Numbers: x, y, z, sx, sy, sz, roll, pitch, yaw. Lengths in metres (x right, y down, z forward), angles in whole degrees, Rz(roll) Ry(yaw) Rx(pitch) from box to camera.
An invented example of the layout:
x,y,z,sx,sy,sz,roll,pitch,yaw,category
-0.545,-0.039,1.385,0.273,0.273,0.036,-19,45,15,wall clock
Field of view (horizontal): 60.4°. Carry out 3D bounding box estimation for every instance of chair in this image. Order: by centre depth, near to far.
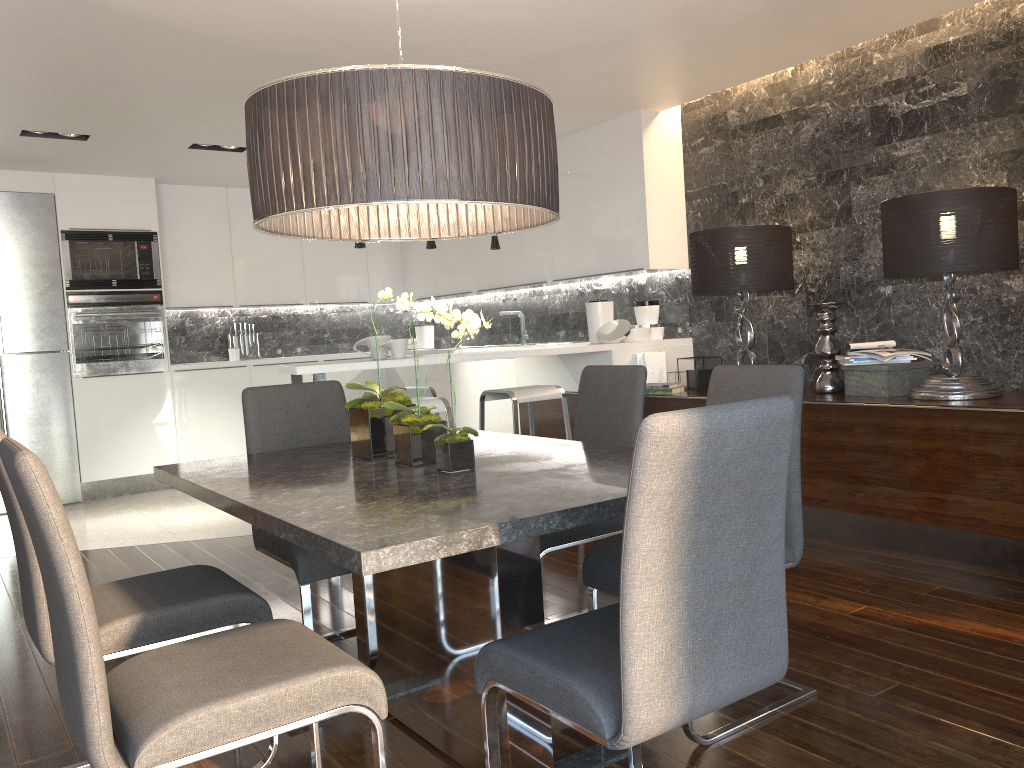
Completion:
x,y,z,sx,sy,sz,roll,pitch,yaw,category
-0.605,0.560,1.722,0.602,0.964,0.405,-6,4,-35,chair
0.247,0.510,1.735,0.450,0.964,0.542,-6,4,-35,chair
-0.979,0.549,2.272,0.602,0.964,0.405,-6,4,-35,chair
0.552,0.444,2.562,0.602,0.964,0.405,-6,4,-35,chair
-0.640,0.483,3.084,0.450,0.964,0.542,-6,4,-35,chair
0.179,0.434,3.112,0.602,0.964,0.405,-6,4,-35,chair
-0.522,0.480,4.431,0.443,0.800,0.408,-6,4,-35,chair
0.078,0.421,4.866,0.443,0.800,0.408,-6,4,-35,chair
-0.686,0.427,5.506,0.443,0.800,0.408,-6,4,-35,chair

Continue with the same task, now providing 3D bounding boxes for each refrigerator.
x,y,z,sx,sy,sz,roll,pitch,yaw,category
-3.880,-0.227,6.616,0.919,2.342,0.553,-6,4,-35,refrigerator

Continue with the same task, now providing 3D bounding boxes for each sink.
x,y,z,sx,sy,sz,roll,pitch,yaw,category
0.053,-0.330,7.048,0.536,0.520,1.093,-6,4,-34,sink

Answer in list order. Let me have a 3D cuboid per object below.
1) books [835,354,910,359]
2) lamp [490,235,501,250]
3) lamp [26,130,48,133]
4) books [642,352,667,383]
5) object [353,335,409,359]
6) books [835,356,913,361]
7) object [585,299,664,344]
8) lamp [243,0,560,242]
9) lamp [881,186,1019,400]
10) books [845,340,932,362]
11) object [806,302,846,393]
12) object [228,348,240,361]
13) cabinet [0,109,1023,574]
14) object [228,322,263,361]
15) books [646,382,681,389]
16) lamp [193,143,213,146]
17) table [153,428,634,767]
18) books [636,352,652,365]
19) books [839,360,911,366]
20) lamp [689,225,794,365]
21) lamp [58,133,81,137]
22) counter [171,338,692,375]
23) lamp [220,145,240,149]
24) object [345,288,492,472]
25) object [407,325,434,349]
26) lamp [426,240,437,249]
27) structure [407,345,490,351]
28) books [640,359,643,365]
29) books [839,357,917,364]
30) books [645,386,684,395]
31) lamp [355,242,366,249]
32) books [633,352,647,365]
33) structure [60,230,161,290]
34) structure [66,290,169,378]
x,y,z,sx,sy,sz,roll,pitch,yaw,category
1.843,-0.145,4.508,0.316,0.011,0.255,-3,3,6,books
-0.135,-1.300,5.729,0.061,0.845,0.055,-6,4,-35,lamp
-2.939,-1.592,5.447,0.186,0.077,0.168,-6,4,-35,lamp
0.916,-0.081,5.634,0.185,0.243,0.022,-6,4,-36,books
-0.733,-0.208,4.978,0.198,0.133,0.415,-6,4,-34,object
1.850,-0.134,4.504,0.319,0.011,0.253,-3,3,1,books
0.805,-0.435,5.932,0.599,0.298,0.397,-5,4,-24,object
-0.305,-0.977,2.347,0.824,1.102,0.784,-4,3,-11,lamp
2.060,-0.408,4.132,0.604,0.933,0.581,-4,3,-9,lamp
1.914,-0.160,4.480,0.337,0.109,0.261,-5,4,-25,books
1.704,-0.196,4.745,0.203,0.485,0.213,-3,3,13,object
-2.428,-0.260,7.691,0.090,0.117,0.094,-3,3,14,object
-0.983,-0.382,5.050,4.686,2.500,6.559,-6,4,-35,cabinet
-2.381,-0.380,7.822,0.306,0.336,0.057,-6,4,-32,object
0.897,0.011,5.377,0.216,0.024,0.175,-1,4,34,books
-2.115,-1.674,6.045,0.186,0.077,0.168,-6,4,-35,lamp
-0.208,0.599,2.414,1.096,0.760,1.518,-6,4,-35,table
0.873,-0.080,5.656,0.184,0.243,0.018,-6,4,-36,books
1.848,-0.112,4.496,0.313,0.011,0.257,-3,3,11,books
1.360,-0.427,5.161,0.625,0.933,0.560,-7,4,-45,lamp
-2.786,-1.607,5.559,0.168,0.077,0.186,-1,4,38,lamp
-0.989,-0.208,6.739,2.836,0.041,3.819,-6,4,-35,counter
-1.962,-1.689,6.157,0.168,0.077,0.186,-1,4,38,lamp
-0.242,-0.037,2.496,0.327,0.501,0.543,-6,4,-38,object
-0.992,-0.457,8.643,0.371,0.234,0.527,-5,4,-25,object
-0.528,-1.261,5.444,0.061,0.845,0.055,-6,4,-35,lamp
-0.595,-0.331,8.002,0.597,0.011,0.591,-6,4,-35,structure
0.887,-0.061,5.640,0.163,0.205,0.019,-6,4,-36,books
1.862,-0.123,4.491,0.319,0.011,0.253,-3,3,1,books
0.909,0.039,5.380,0.231,0.034,0.188,-1,4,33,books
-0.921,-1.221,5.159,0.061,0.845,0.055,-6,4,-35,lamp
0.864,-0.082,5.700,0.184,0.243,0.018,-6,4,-36,books
-3.270,-0.968,7.085,0.695,0.450,0.580,-6,4,-35,structure
-3.208,-0.404,7.079,0.700,0.650,0.616,-6,4,-35,structure
